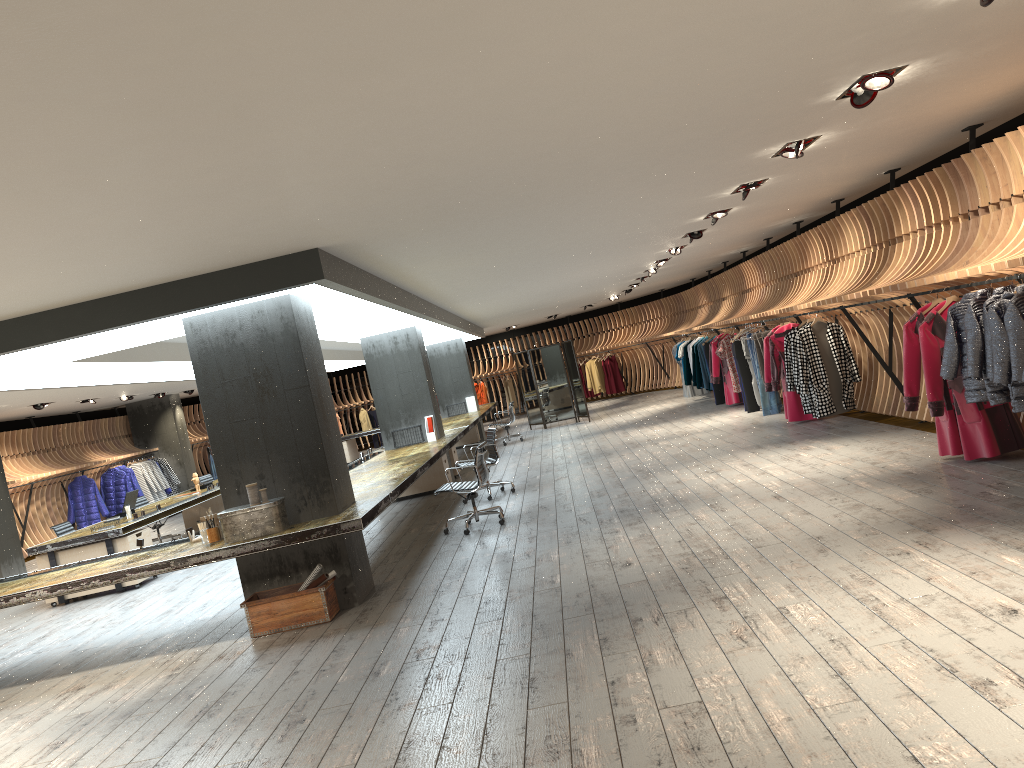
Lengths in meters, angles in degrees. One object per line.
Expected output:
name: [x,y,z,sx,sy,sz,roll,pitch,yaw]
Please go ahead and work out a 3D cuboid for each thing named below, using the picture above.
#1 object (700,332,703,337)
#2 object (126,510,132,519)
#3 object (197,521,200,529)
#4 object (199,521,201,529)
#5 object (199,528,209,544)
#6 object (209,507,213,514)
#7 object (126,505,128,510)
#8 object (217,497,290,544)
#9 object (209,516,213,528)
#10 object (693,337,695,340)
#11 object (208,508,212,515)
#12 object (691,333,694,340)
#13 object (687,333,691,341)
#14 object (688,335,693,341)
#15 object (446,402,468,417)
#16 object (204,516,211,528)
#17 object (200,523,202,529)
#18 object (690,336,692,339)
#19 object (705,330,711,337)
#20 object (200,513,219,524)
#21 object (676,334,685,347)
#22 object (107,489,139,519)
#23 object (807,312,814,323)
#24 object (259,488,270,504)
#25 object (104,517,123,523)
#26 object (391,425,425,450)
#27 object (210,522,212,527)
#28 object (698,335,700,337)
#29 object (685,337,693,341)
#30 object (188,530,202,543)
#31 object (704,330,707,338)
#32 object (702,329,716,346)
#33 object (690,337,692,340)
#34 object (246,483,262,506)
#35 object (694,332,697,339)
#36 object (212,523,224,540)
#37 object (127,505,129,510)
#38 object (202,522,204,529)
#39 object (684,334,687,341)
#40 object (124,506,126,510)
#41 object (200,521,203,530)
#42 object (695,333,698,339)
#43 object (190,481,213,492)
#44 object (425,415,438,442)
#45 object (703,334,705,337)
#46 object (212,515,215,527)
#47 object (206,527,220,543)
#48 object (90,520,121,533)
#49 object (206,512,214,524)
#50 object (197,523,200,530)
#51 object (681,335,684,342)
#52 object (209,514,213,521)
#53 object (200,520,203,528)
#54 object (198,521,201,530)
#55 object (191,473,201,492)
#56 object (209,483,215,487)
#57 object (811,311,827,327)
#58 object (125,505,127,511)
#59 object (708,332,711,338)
object: [3.984,-0.975,18.549,0.525,0.270,0.012,-13,0,2]
object: [-5.010,1.705,11.601,0.061,0.111,0.062,-12,0,36]
object: [-2.499,1.181,7.117,0.007,0.170,0.030,-13,0,13]
object: [-2.491,1.179,7.111,0.007,0.170,0.030,-13,0,-14]
object: [-2.471,1.220,7.131,0.062,0.111,0.061,-13,0,-9]
object: [-2.391,1.119,7.153,0.008,0.267,0.060,-13,0,19]
object: [-5.020,1.662,11.579,0.007,0.170,0.030,-13,0,-40]
object: [-2.000,1.057,6.886,0.497,0.239,0.303,-13,1,3]
object: [-2.374,1.142,7.030,0.008,0.207,0.054,-13,0,-10]
object: [4.015,-0.990,19.366,0.525,0.270,0.012,-13,0,2]
object: [-2.395,1.123,7.153,0.012,0.264,0.062,-13,0,45]
object: [4.003,-0.985,19.552,0.524,0.284,0.014,-12,0,12]
object: [4.036,-1.009,20.029,0.525,0.270,0.012,-13,0,7]
object: [4.057,-1.006,19.941,0.523,0.290,0.013,-13,0,-3]
object: [-1.301,0.608,20.991,0.459,0.289,0.330,-13,1,5]
object: [-2.392,1.144,7.035,0.054,0.207,0.008,-13,0,-15]
object: [-2.495,1.180,7.147,0.030,0.170,0.007,-13,0,15]
object: [4.044,-1.000,19.837,0.524,0.285,0.013,-13,0,-3]
object: [3.969,-0.955,17.901,0.525,0.270,0.012,-13,0,2]
object: [-2.410,1.155,7.116,0.138,0.209,0.034,-13,0,-18]
object: [4.058,-1.029,20.749,0.524,0.270,0.012,-12,0,17]
object: [-5.335,1.656,12.146,0.365,0.316,0.373,-13,1,2]
object: [3.668,-0.751,10.834,0.525,0.270,0.012,-13,0,2]
object: [-1.904,0.859,6.814,0.062,0.109,0.062,-13,0,-27]
object: [-5.303,1.808,11.787,0.213,0.019,0.219,-13,1,-13]
object: [-1.591,0.814,13.594,0.459,0.289,0.329,-13,1,0]
object: [-2.388,1.167,7.079,0.018,0.158,0.011,-13,0,20]
object: [3.992,-0.982,18.783,0.525,0.270,0.012,-13,0,7]
object: [4.015,-1.000,20.137,0.523,0.288,0.015,-12,0,12]
object: [-2.492,1.066,7.368,0.431,0.429,0.195,-13,0,-2]
object: [3.956,-0.956,18.013,0.525,0.270,0.012,-13,0,2]
object: [3.935,-0.935,17.279,0.524,0.270,0.012,-12,0,27]
object: [4.023,-1.004,19.723,0.525,0.270,0.012,-13,0,-13]
object: [-1.985,0.869,6.921,0.088,0.204,0.262,-13,1,1]
object: [4.024,-0.990,19.284,0.525,0.270,0.012,-13,0,2]
object: [-2.354,1.186,7.167,0.108,0.128,0.108,-12,1,17]
object: [-5.011,1.659,11.582,0.030,0.170,0.007,-13,0,23]
object: [-2.472,1.175,7.112,0.030,0.170,0.007,-13,0,23]
object: [4.070,-1.028,20.575,0.525,0.270,0.012,-13,0,-13]
object: [-5.040,1.666,11.590,0.007,0.170,0.030,-13,0,25]
object: [-2.481,1.177,7.109,0.007,0.170,0.030,-13,0,-40]
object: [4.006,-0.984,19.157,0.525,0.270,0.012,-13,0,7]
object: [-5.065,1.668,14.472,0.262,0.088,0.373,-13,1,2]
object: [-1.253,0.685,13.636,0.129,0.383,0.240,-13,0,2]
object: [3.968,-0.961,18.216,0.525,0.270,0.012,-13,0,7]
object: [-2.360,1.137,7.042,0.008,0.207,0.054,-13,0,-32]
object: [-2.375,1.196,7.049,0.084,0.111,0.083,-13,0,-10]
object: [-4.847,1.708,10.580,0.302,0.074,0.217,-13,1,-3]
object: [-2.406,1.138,7.169,0.084,0.240,0.009,-13,0,-21]
object: [-2.501,1.181,7.120,0.007,0.170,0.030,-13,0,25]
object: [4.056,-1.031,20.886,0.525,0.270,0.012,-13,0,-8]
object: [-2.393,1.145,7.163,0.009,0.222,0.083,-13,0,32]
object: [-2.486,1.177,7.152,0.030,0.170,0.007,-13,0,42]
object: [-2.495,1.180,7.113,0.007,0.170,0.030,-13,0,-1]
object: [-4.966,1.548,13.929,0.097,0.300,0.320,-13,1,-14]
object: [-4.618,1.593,13.947,0.302,0.074,0.217,-13,1,-3]
object: [3.679,-0.750,10.653,0.525,0.270,0.012,-13,0,-8]
object: [-5.030,1.664,11.581,0.007,0.170,0.030,-13,0,-14]
object: [3.940,-0.944,17.578,0.525,0.270,0.012,-12,0,12]
